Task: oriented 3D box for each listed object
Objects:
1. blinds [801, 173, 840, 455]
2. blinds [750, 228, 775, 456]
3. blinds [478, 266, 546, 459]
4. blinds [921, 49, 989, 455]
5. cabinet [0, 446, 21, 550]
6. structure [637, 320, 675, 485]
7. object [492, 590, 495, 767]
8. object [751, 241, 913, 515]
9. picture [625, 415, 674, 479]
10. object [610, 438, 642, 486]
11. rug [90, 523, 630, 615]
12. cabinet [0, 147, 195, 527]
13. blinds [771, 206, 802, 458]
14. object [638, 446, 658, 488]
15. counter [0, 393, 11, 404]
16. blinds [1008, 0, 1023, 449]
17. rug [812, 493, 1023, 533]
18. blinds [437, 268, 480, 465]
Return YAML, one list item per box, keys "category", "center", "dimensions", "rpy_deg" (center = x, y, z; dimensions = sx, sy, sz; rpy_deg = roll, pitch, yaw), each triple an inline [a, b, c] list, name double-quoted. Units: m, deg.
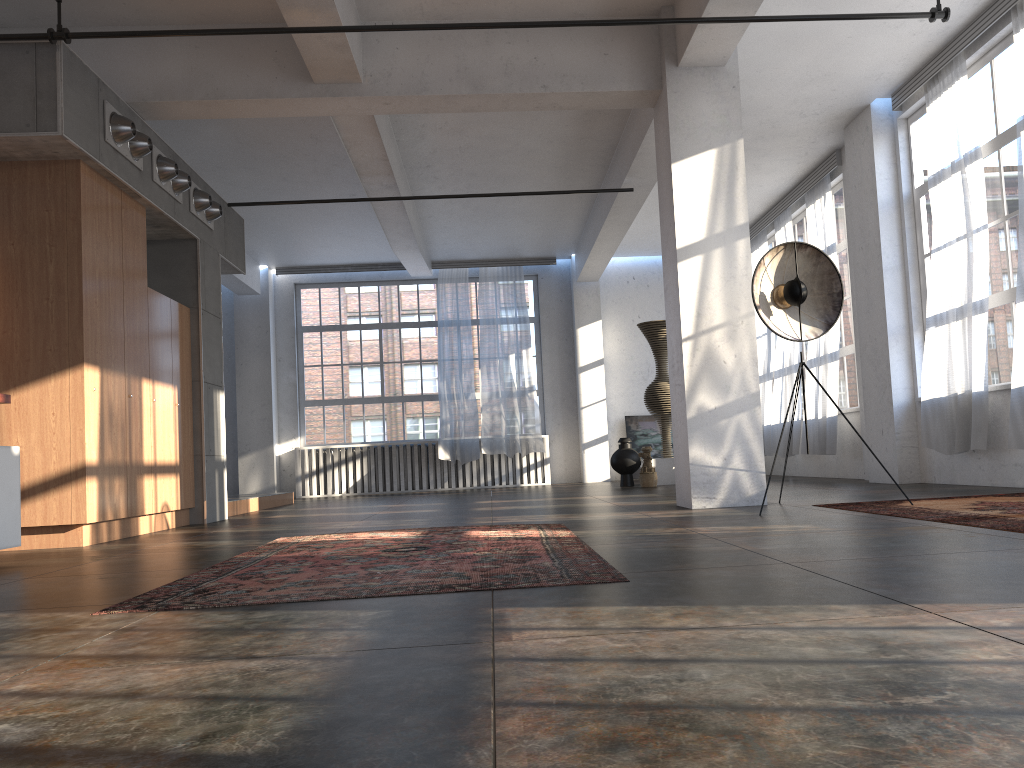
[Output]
- category: "blinds"
  center: [3.941, -0.924, 11.351]
  dimensions: [0.362, 3.669, 1.030]
  rpy_deg: [-3, -4, -3]
- category: "blinds"
  center: [3.876, -0.711, 13.871]
  dimensions: [0.340, 3.691, 1.032]
  rpy_deg: [-3, -4, -5]
- category: "blinds"
  center: [-0.057, -0.482, 15.053]
  dimensions: [1.060, 3.495, 0.998]
  rpy_deg: [-3, -4, -2]
- category: "blinds"
  center: [4.018, -1.213, 8.101]
  dimensions: [0.316, 3.707, 1.024]
  rpy_deg: [-3, -4, -3]
- category: "cabinet"
  center: [-5.538, 0.648, 4.260]
  dimensions: [5.663, 0.929, 0.921]
  rpy_deg: [-3, -4, -4]
- category: "structure"
  center: [2.188, 0.284, 12.708]
  dimensions: [0.678, 2.323, 0.749]
  rpy_deg: [-3, -4, -3]
- category: "object"
  center: [-9.169, 1.494, 4.930]
  dimensions: [27.271, 0.001, 19.729]
  rpy_deg: [-3, -5, -3]
- category: "object"
  center: [2.074, -0.061, 6.441]
  dimensions: [1.058, 1.916, 1.179]
  rpy_deg: [-3, -4, -3]
- category: "picture"
  center: [2.718, 1.090, 15.549]
  dimensions: [1.437, 1.140, 0.304]
  rpy_deg: [-2, -4, -6]
- category: "object"
  center: [1.624, 1.113, 12.621]
  dimensions: [0.452, 0.692, 0.434]
  rpy_deg: [0, -5, -38]
- category: "rug"
  center: [-0.555, 0.839, 4.424]
  dimensions: [1.859, 0.029, 2.883]
  rpy_deg: [-3, -5, -2]
- category: "cabinet"
  center: [-7.058, -0.028, 7.061]
  dimensions: [8.128, 2.558, 2.377]
  rpy_deg: [-3, -4, -4]
- category: "blinds"
  center: [3.917, -0.808, 12.686]
  dimensions: [0.316, 3.707, 1.024]
  rpy_deg: [-3, -4, -3]
- category: "object"
  center: [1.805, 1.132, 11.761]
  dimensions: [0.236, 0.599, 0.224]
  rpy_deg: [-5, -4, 25]
- category: "counter"
  center: [-6.151, 0.648, 4.231]
  dimensions: [6.673, 0.969, 1.141]
  rpy_deg: [-3, -4, -4]
- category: "blinds"
  center: [4.025, -1.343, 6.604]
  dimensions: [0.362, 3.669, 1.030]
  rpy_deg: [-3, -4, -3]
- category: "rug"
  center: [3.134, 0.707, 4.986]
  dimensions: [1.820, 0.009, 3.126]
  rpy_deg: [-3, -5, -3]
- category: "blinds"
  center: [-0.961, -0.393, 15.127]
  dimensions: [0.694, 3.553, 0.876]
  rpy_deg: [-3, -4, -3]
